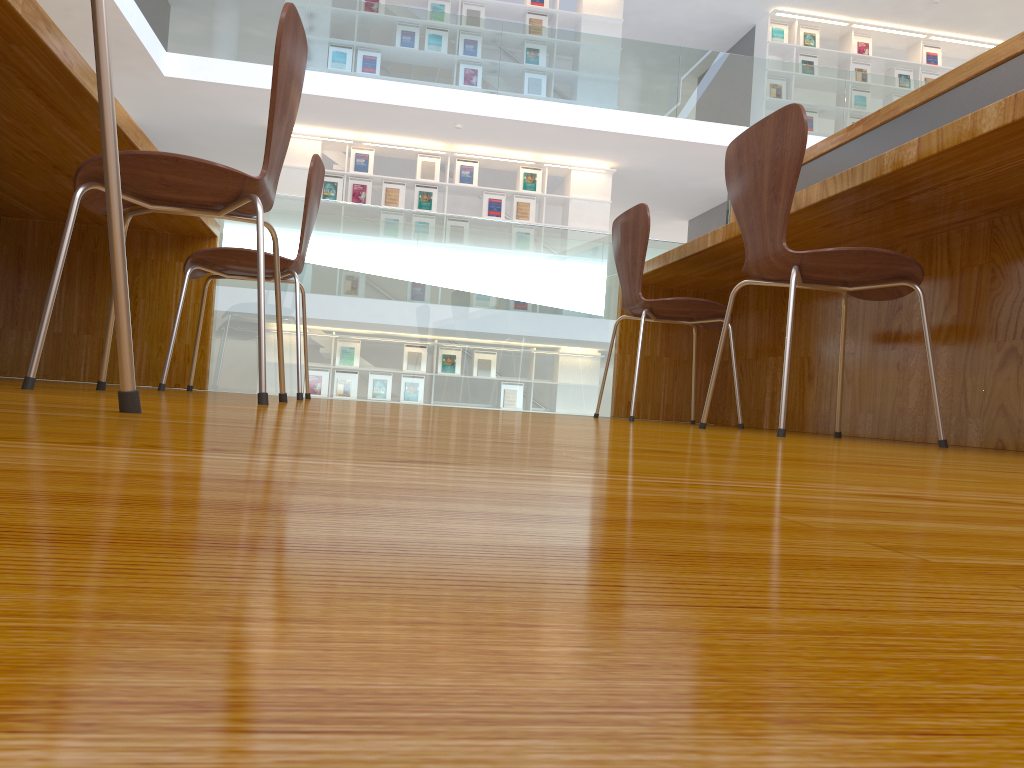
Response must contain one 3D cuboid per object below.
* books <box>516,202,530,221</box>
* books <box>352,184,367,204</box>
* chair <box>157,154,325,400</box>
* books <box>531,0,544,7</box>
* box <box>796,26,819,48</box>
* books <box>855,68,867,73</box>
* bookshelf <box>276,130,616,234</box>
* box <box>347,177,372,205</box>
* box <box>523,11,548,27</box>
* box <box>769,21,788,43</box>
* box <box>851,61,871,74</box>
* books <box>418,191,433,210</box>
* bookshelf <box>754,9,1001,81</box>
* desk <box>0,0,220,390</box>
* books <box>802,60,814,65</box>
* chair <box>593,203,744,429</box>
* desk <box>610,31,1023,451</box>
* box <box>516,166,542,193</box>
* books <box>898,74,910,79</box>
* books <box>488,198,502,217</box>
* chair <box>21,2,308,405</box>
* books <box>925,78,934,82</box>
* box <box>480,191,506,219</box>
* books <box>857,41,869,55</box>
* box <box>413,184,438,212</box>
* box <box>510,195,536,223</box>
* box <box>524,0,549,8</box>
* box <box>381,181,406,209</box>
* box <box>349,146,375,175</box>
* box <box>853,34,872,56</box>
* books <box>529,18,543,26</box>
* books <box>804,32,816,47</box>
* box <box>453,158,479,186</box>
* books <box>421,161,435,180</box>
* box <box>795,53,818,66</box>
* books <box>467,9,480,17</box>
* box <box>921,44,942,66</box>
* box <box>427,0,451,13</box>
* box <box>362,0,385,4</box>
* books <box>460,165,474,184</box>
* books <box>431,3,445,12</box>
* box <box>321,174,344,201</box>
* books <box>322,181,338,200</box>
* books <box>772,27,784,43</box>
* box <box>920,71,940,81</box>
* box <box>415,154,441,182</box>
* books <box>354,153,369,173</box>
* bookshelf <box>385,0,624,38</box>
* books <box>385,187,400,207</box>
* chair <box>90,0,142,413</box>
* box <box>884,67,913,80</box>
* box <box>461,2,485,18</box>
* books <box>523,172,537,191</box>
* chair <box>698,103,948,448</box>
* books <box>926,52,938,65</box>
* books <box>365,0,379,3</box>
[{"bbox_3d":[0.123,-1.894,9.745,0.145,0.210,0.037,4,-1,-10],"label":"books"},{"bbox_3d":[-1.625,-2.021,9.439,0.145,0.210,0.037,4,-1,-10],"label":"books"},{"bbox_3d":[-0.766,-0.309,2.593,0.381,0.693,0.428,4,-1,-10],"label":"chair"},{"bbox_3d":[0.283,-4.243,9.797,0.145,0.210,0.037,4,-1,-10],"label":"books"},{"bbox_3d":[3.489,-4.061,10.527,0.245,0.296,0.274,4,-1,-10],"label":"box"},{"bbox_3d":[4.147,-3.643,10.531,0.145,0.210,0.037,4,-1,-10],"label":"books"},{"bbox_3d":[-0.750,-1.643,9.691,3.666,1.836,0.498,4,-1,-10],"label":"bookshelf"},{"bbox_3d":[-1.640,-2.050,9.555,0.245,0.296,0.274,4,-1,-10],"label":"box"},{"bbox_3d":[0.261,-3.965,9.895,0.245,0.296,0.274,4,-1,-10],"label":"box"},{"bbox_3d":[3.099,-4.089,10.459,0.245,0.296,0.274,4,-1,-10],"label":"box"},{"bbox_3d":[4.138,-3.685,10.637,0.245,0.296,0.274,4,-1,-10],"label":"box"},{"bbox_3d":[-0.934,-1.970,9.557,0.145,0.210,0.037,4,-1,-10],"label":"books"},{"bbox_3d":[4.365,-3.326,10.603,2.984,1.836,0.498,4,-1,-10],"label":"bookshelf"},{"bbox_3d":[-1.568,-0.259,1.526,1.527,0.785,3.243,4,-1,-10],"label":"desk"},{"bbox_3d":[3.474,-3.694,10.413,0.145,0.210,0.037,4,-1,-10],"label":"books"},{"bbox_3d":[0.529,-0.209,2.955,0.381,0.693,0.428,4,-1,-10],"label":"chair"},{"bbox_3d":[1.330,-0.342,2.268,1.248,1.022,3.216,4,-1,-10],"label":"desk"},{"bbox_3d":[0.192,-2.248,9.866,0.245,0.296,0.274,4,-1,-10],"label":"box"},{"bbox_3d":[4.702,-3.607,10.631,0.145,0.210,0.037,4,-1,-10],"label":"books"},{"bbox_3d":[-0.188,-1.919,9.690,0.145,0.210,0.037,4,-1,-10],"label":"books"},{"bbox_3d":[-0.598,-0.319,1.637,0.381,0.693,0.428,4,-1,-10],"label":"chair"},{"bbox_3d":[5.046,-3.583,10.691,0.145,0.210,0.037,4,-1,-10],"label":"books"},{"bbox_3d":[-0.212,-1.951,9.792,0.245,0.296,0.274,4,-1,-10],"label":"box"},{"bbox_3d":[4.175,-3.961,10.542,0.145,0.210,0.037,4,-1,-10],"label":"books"},{"bbox_3d":[-0.946,-2.001,9.663,0.245,0.296,0.274,4,-1,-10],"label":"box"},{"bbox_3d":[0.122,-1.924,9.850,0.245,0.296,0.274,4,-1,-10],"label":"box"},{"bbox_3d":[0.276,-4.294,9.901,0.245,0.296,0.274,4,-1,-10],"label":"box"},{"bbox_3d":[-1.285,-2.025,9.604,0.245,0.296,0.274,4,-1,-10],"label":"box"},{"bbox_3d":[-1.615,-2.379,9.550,0.245,0.296,0.274,4,-1,-10],"label":"box"},{"bbox_3d":[4.156,-4.014,10.641,0.245,0.296,0.274,4,-1,-10],"label":"box"},{"bbox_3d":[0.262,-3.929,9.790,0.145,0.210,0.037,4,-1,-10],"label":"books"},{"bbox_3d":[3.500,-4.026,10.424,0.145,0.210,0.037,4,-1,-10],"label":"books"},{"bbox_3d":[-0.507,-2.299,9.743,0.245,0.296,0.274,4,-1,-10],"label":"box"},{"bbox_3d":[-0.905,-2.299,9.565,0.145,0.210,0.037,4,-1,-10],"label":"books"},{"bbox_3d":[3.469,-3.735,10.520,0.245,0.296,0.274,4,-1,-10],"label":"box"},{"bbox_3d":[-0.421,-3.976,9.667,0.145,0.210,0.037,4,-1,-10],"label":"books"},{"bbox_3d":[5.061,-3.947,10.802,0.245,0.296,0.274,4,-1,-10],"label":"box"},{"bbox_3d":[-0.807,-4.042,9.708,0.245,0.296,0.274,4,-1,-10],"label":"box"},{"bbox_3d":[-1.500,-4.092,9.600,0.245,0.296,0.274,4,-1,-10],"label":"box"},{"bbox_3d":[-0.492,-2.271,9.637,0.145,0.210,0.037,4,-1,-10],"label":"books"},{"bbox_3d":[-0.806,-4.014,9.600,0.145,0.210,0.037,4,-1,-10],"label":"books"},{"bbox_3d":[-1.936,-2.073,9.490,0.245,0.296,0.274,4,-1,-10],"label":"box"},{"bbox_3d":[-1.925,-2.039,9.388,0.145,0.210,0.037,4,-1,-10],"label":"books"},{"bbox_3d":[3.106,-4.058,10.355,0.145,0.210,0.037,4,-1,-10],"label":"books"},{"bbox_3d":[5.039,-3.620,10.795,0.245,0.296,0.274,4,-1,-10],"label":"box"},{"bbox_3d":[-0.917,-2.328,9.672,0.245,0.296,0.274,4,-1,-10],"label":"box"},{"bbox_3d":[-1.600,-2.351,9.444,0.145,0.210,0.037,4,-1,-10],"label":"books"},{"bbox_3d":[-0.610,-3.684,9.736,3.666,1.836,0.498,4,-1,-10],"label":"bookshelf"},{"bbox_3d":[-1.284,-1.995,9.499,0.145,0.210,0.037,4,-1,-10],"label":"books"},{"bbox_3d":[-0.442,-0.332,0.528,0.381,0.693,0.428,4,-1,-10],"label":"chair"},{"bbox_3d":[4.690,-3.645,10.734,0.245,0.296,0.274,4,-1,-10],"label":"box"},{"bbox_3d":[-0.436,-4.015,9.773,0.245,0.296,0.274,4,-1,-10],"label":"box"},{"bbox_3d":[0.196,-2.220,9.758,0.145,0.210,0.037,4,-1,-10],"label":"books"},{"bbox_3d":[0.697,-0.219,1.999,0.381,0.693,0.428,4,-1,-10],"label":"chair"},{"bbox_3d":[5.068,-3.897,10.698,0.145,0.210,0.037,4,-1,-10],"label":"books"},{"bbox_3d":[-1.499,-4.053,9.482,0.145,0.210,0.037,4,-1,-10],"label":"books"}]
